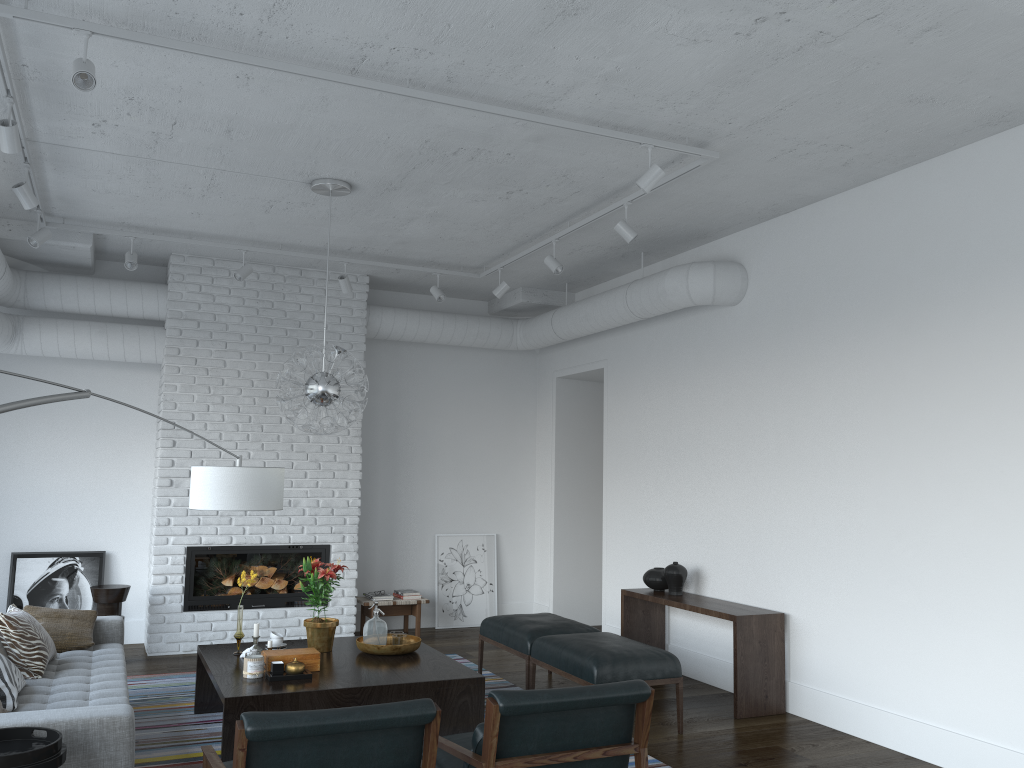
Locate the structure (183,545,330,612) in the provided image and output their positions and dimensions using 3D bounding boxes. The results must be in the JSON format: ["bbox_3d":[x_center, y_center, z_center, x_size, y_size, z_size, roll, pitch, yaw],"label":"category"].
[{"bbox_3d":[-2.206,1.651,7.594,1.168,0.578,0.675,4,-7,-24],"label":"structure"}]

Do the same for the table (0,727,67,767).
[{"bbox_3d":[-1.694,1.454,2.922,0.379,0.536,0.379,2,-6,-7],"label":"table"}]

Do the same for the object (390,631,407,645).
[{"bbox_3d":[-0.682,1.539,5.299,0.085,0.089,0.195,3,-6,-15],"label":"object"}]

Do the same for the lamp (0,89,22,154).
[{"bbox_3d":[-2.325,-1.211,4.110,0.087,0.285,0.154,3,-6,-15],"label":"lamp"}]

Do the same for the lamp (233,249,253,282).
[{"bbox_3d":[-2.063,-0.919,6.818,0.090,0.285,0.154,-3,-7,34],"label":"lamp"}]

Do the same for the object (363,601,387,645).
[{"bbox_3d":[-0.811,1.436,5.270,0.143,0.288,0.143,-3,-8,37],"label":"object"}]

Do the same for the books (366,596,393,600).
[{"bbox_3d":[-1.193,1.912,7.949,0.171,0.011,0.306,4,-7,-25],"label":"books"}]

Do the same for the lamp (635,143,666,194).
[{"bbox_3d":[0.706,-1.110,4.521,0.154,0.285,0.088,-1,-6,21],"label":"lamp"}]

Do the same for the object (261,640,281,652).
[{"bbox_3d":[-1.372,1.498,5.027,0.102,0.098,0.102,-1,-6,15],"label":"object"}]

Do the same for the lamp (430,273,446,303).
[{"bbox_3d":[-0.624,-0.824,7.462,0.154,0.285,0.093,-5,-8,44],"label":"lamp"}]

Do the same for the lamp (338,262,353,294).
[{"bbox_3d":[-1.346,-0.871,7.141,0.097,0.285,0.154,-1,-6,16],"label":"lamp"}]

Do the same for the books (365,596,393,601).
[{"bbox_3d":[-1.195,1.924,7.959,0.172,0.011,0.273,4,-7,-25],"label":"books"}]

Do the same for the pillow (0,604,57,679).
[{"bbox_3d":[-2.541,1.321,4.624,0.271,0.340,0.576,3,-6,-20],"label":"pillow"}]

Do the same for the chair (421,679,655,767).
[{"bbox_3d":[0.033,1.474,3.565,0.678,0.698,0.983,4,-7,-24],"label":"chair"}]

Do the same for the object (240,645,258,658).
[{"bbox_3d":[-1.480,1.508,4.993,0.069,0.078,0.124,6,-8,-42],"label":"object"}]

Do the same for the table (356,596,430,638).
[{"bbox_3d":[-1.092,2.105,7.988,0.605,0.345,0.405,4,-7,-24],"label":"table"}]

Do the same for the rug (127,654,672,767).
[{"bbox_3d":[-0.924,1.948,4.944,2.735,0.012,3.760,4,-7,-24],"label":"rug"}]

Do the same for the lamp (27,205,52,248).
[{"bbox_3d":[-3.133,-1.037,5.893,0.087,0.285,0.154,-2,-7,25],"label":"lamp"}]

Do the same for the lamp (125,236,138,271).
[{"bbox_3d":[-2.787,-0.967,6.490,0.095,0.285,0.154,4,-7,-26],"label":"lamp"}]

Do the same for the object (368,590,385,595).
[{"bbox_3d":[-1.217,1.871,7.963,0.093,0.038,0.134,-3,-7,32],"label":"object"}]

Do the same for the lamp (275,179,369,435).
[{"bbox_3d":[-1.137,-0.465,5.421,0.552,1.546,0.552,6,-8,-37],"label":"lamp"}]

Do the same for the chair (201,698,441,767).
[{"bbox_3d":[-0.734,1.423,3.220,0.678,0.698,0.983,4,-7,-24],"label":"chair"}]

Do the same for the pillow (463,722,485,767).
[{"bbox_3d":[0.109,1.410,3.390,0.612,0.293,0.246,4,-7,-24],"label":"pillow"}]

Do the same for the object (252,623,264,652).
[{"bbox_3d":[-1.487,1.471,5.149,0.098,0.174,0.098,5,-7,-30],"label":"object"}]

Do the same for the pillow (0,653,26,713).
[{"bbox_3d":[-2.391,1.305,3.990,0.346,0.283,0.578,4,-7,-24],"label":"pillow"}]

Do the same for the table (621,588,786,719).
[{"bbox_3d":[1.271,1.809,6.133,0.375,0.617,1.362,4,-7,-24],"label":"table"}]

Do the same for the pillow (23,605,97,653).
[{"bbox_3d":[-2.667,1.436,5.189,0.427,0.261,0.236,4,-7,-23],"label":"pillow"}]

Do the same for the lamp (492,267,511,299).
[{"bbox_3d":[-0.088,-0.837,7.245,0.154,0.285,0.104,-1,-6,16],"label":"lamp"}]

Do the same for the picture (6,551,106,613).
[{"bbox_3d":[-3.663,1.743,7.120,0.686,0.775,0.130,4,-7,-24],"label":"picture"}]

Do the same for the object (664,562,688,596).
[{"bbox_3d":[1.189,1.412,6.447,0.171,0.236,0.171,3,-6,-19],"label":"object"}]

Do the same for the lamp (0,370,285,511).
[{"bbox_3d":[-1.469,0.897,3.353,0.432,1.738,2.162,0,-6,10],"label":"lamp"}]

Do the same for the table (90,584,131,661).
[{"bbox_3d":[-3.031,1.804,6.656,0.281,0.558,0.282,-5,-8,44],"label":"table"}]

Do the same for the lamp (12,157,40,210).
[{"bbox_3d":[-2.733,-1.125,4.993,0.087,0.285,0.154,-1,-6,20],"label":"lamp"}]

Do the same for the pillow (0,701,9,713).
[{"bbox_3d":[-2.211,1.224,3.495,0.298,0.338,0.597,3,-6,-15],"label":"pillow"}]

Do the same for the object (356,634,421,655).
[{"bbox_3d":[-0.731,1.548,5.257,0.383,0.068,0.383,-1,-6,18],"label":"object"}]

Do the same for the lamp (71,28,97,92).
[{"bbox_3d":[-1.667,-1.268,3.453,0.095,0.285,0.154,5,-7,-31],"label":"lamp"}]

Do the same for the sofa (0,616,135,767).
[{"bbox_3d":[-2.377,1.507,4.241,0.991,0.684,2.541,4,-7,-24],"label":"sofa"}]

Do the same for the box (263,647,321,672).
[{"bbox_3d":[-1.172,1.469,4.707,0.294,0.093,0.169,4,-7,-24],"label":"box"}]

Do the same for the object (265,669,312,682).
[{"bbox_3d":[-1.141,1.487,4.531,0.214,0.023,0.130,4,-7,-24],"label":"object"}]

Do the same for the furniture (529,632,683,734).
[{"bbox_3d":[0.548,1.784,5.353,0.583,0.476,0.827,4,-7,-24],"label":"furniture"}]

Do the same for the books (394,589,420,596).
[{"bbox_3d":[-0.957,1.903,8.093,0.173,0.025,0.238,4,-7,-26],"label":"books"}]

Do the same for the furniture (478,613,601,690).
[{"bbox_3d":[0.196,1.858,6.125,0.584,0.478,0.828,4,-7,-24],"label":"furniture"}]

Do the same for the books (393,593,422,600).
[{"bbox_3d":[-0.954,1.930,8.083,0.185,0.032,0.267,4,-7,-26],"label":"books"}]

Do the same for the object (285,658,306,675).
[{"bbox_3d":[-1.112,1.444,4.549,0.103,0.077,0.103,-4,-8,37],"label":"object"}]

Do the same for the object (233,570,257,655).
[{"bbox_3d":[-1.538,1.317,5.119,0.121,0.470,0.120,2,-6,-9],"label":"object"}]

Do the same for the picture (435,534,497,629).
[{"bbox_3d":[-0.443,1.907,8.624,0.637,0.884,0.093,4,-7,-24],"label":"picture"}]

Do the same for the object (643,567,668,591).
[{"bbox_3d":[1.105,1.466,6.658,0.245,0.168,0.245,5,-7,-33],"label":"object"}]

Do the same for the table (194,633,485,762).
[{"bbox_3d":[-1.019,1.745,4.960,1.306,0.394,1.362,4,-7,-24],"label":"table"}]

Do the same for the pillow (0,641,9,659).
[{"bbox_3d":[-2.666,1.329,4.489,0.254,0.318,0.663,4,-7,-24],"label":"pillow"}]

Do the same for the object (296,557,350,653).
[{"bbox_3d":[-1.131,1.292,5.224,0.275,0.558,0.284,-2,-7,27],"label":"object"}]

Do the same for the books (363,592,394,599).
[{"bbox_3d":[-1.198,1.898,7.959,0.202,0.019,0.280,4,-7,-26],"label":"books"}]

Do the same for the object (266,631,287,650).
[{"bbox_3d":[-1.378,1.506,5.190,0.121,0.113,0.124,2,-6,-5],"label":"object"}]

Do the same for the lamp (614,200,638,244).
[{"bbox_3d":[0.705,-1.009,5.479,0.154,0.285,0.100,1,-6,-1],"label":"lamp"}]

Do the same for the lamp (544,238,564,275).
[{"bbox_3d":[0.300,-0.922,6.372,0.154,0.285,0.094,-4,-8,39],"label":"lamp"}]

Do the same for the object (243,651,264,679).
[{"bbox_3d":[-1.317,1.438,4.538,0.106,0.116,0.117,7,-8,-44],"label":"object"}]

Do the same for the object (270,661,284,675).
[{"bbox_3d":[-1.199,1.451,4.531,0.058,0.055,0.058,4,-7,-24],"label":"object"}]
